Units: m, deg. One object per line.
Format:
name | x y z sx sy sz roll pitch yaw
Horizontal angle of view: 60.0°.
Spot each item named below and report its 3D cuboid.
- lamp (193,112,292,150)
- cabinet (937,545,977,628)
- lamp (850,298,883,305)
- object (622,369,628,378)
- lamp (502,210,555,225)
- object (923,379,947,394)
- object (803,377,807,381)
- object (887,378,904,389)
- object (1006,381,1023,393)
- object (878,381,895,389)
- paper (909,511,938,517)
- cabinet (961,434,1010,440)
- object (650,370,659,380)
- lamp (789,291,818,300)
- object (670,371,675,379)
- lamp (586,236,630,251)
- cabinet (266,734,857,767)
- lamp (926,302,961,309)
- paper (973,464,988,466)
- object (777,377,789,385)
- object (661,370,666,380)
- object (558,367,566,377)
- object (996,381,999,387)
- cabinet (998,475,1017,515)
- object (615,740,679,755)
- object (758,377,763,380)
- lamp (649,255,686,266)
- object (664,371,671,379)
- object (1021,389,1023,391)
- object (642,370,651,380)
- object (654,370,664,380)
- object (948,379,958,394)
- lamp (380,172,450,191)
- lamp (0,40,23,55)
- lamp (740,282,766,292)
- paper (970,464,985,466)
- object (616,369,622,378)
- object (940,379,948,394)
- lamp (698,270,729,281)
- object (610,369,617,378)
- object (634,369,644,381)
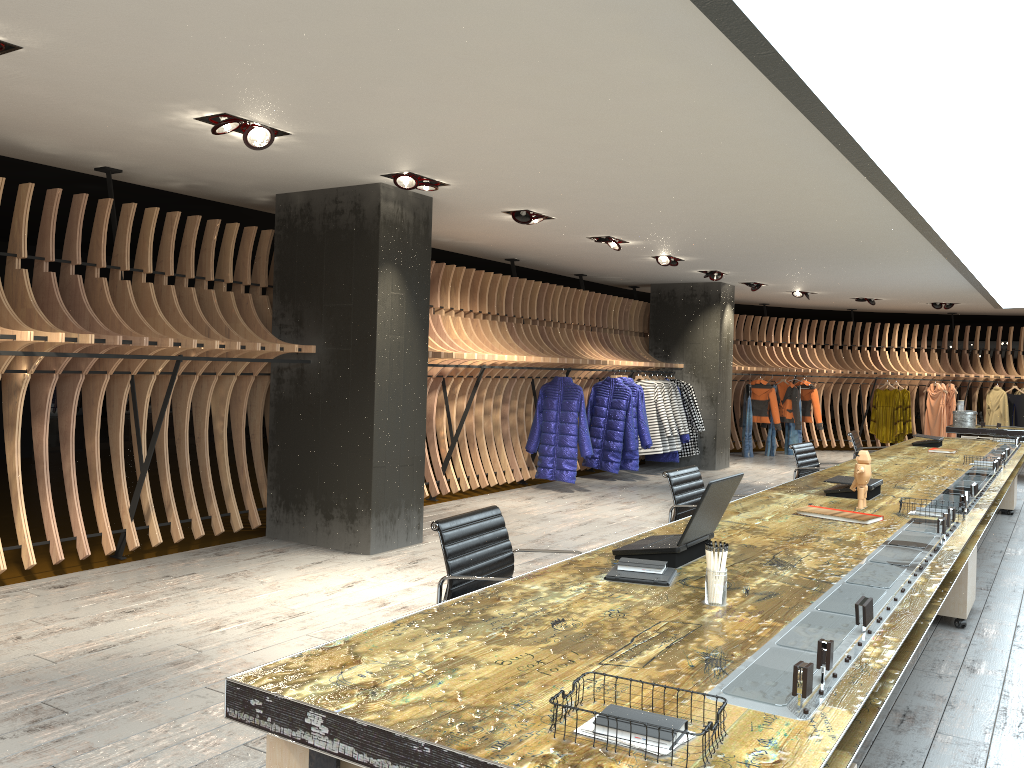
lamp | -1.548 -1.528 5.122 0.269 0.288 0.492 2 1 32
cabinet | 2.296 1.079 5.642 1.132 0.630 0.593 2 1 32
lamp | 6.048 -1.491 15.149 0.492 0.293 0.269 1 1 -25
object | 1.496 -0.063 11.817 0.525 0.270 0.012 2 0 32
lamp | 0.149 -1.527 7.823 0.269 0.292 0.492 2 1 32
object | 8.033 0.038 16.833 0.012 0.270 0.525 2 1 -23
object | 5.328 -0.030 16.142 0.012 0.270 0.525 2 1 -28
object | 7.257 0.019 16.760 0.012 0.270 0.525 2 1 -28
object | 9.481 0.085 16.711 0.012 0.270 0.525 2 1 -23
object | 7.079 0.015 16.722 0.012 0.270 0.525 2 1 -28
paper | 2.101 0.658 4.476 0.176 0.003 0.130 2 1 31
cabinet | 7.035 1.076 13.184 0.593 0.630 1.131 2 1 32
object | 2.030 -0.043 12.617 0.518 0.313 0.012 2 0 32
lamp | 4.687 -1.514 14.335 0.492 0.296 0.269 1 1 -38
object | 2.410 -0.035 13.234 0.518 0.313 0.012 2 0 32
lamp | 0.997 -1.527 9.173 0.269 0.294 0.492 2 1 32
cabinet | 0.082 1.084 1.910 1.132 0.630 0.593 2 1 32
lamp | 7.578 -1.451 15.578 0.492 0.297 0.269 2 1 -8
paper | 3.830 0.655 7.197 0.176 0.004 0.130 2 1 34
object | 4.856 -0.037 15.876 0.012 0.270 0.525 2 1 -38
object | 2.182 -0.064 12.968 0.525 0.270 0.012 2 0 32
object | 0.585 -0.062 10.367 0.525 0.270 0.012 2 0 32
object | 9.176 0.076 16.766 0.012 0.270 0.525 2 1 -3
cabinet | 5.063 1.077 10.052 1.132 0.630 0.593 2 1 32
object | 0.237 0.654 1.669 0.176 0.004 0.130 3 1 37
object | 4.357 -0.048 15.556 0.012 0.270 0.525 2 1 -43
lamp | 1.846 -1.531 10.524 0.269 0.286 0.492 2 1 32
object | 2.313 -0.033 13.073 0.516 0.316 0.012 2 0 32
object | 9.677 0.092 16.681 0.012 0.270 0.525 2 1 -13
object | 1.891 -0.043 12.394 0.518 0.313 0.012 2 0 32
object | 2.125 -0.043 12.768 0.518 0.313 0.012 2 0 32
object | 8.315 0.046 16.823 0.012 0.270 0.525 2 1 -3
lamp | -0.700 -1.525 6.473 0.269 0.296 0.492 2 1 32
lamp | -2.396 -1.528 3.772 0.269 0.288 0.492 2 1 32
lamp | 3.591 -1.527 13.190 0.269 0.292 0.492 2 1 39
paper | 3.816 0.657 7.201 0.176 0.003 0.130 2 1 31
object | 1.415 -0.054 11.656 0.523 0.291 0.012 2 0 32
object | 8.152 0.041 16.838 0.012 0.270 0.525 2 1 2
lamp | 2.694 -1.529 11.874 0.269 0.292 0.492 2 1 32
object | 1.312 -0.050 11.555 0.523 0.292 0.012 2 0 32
object | 1.765 -0.043 12.195 0.518 0.313 0.012 2 0 32
